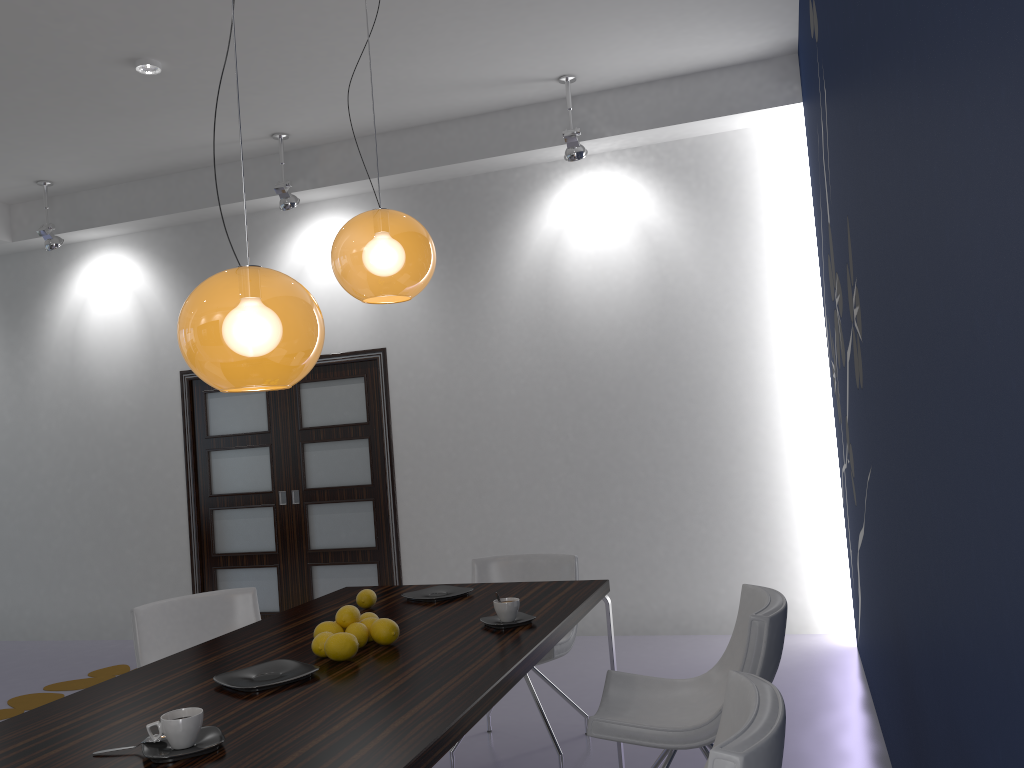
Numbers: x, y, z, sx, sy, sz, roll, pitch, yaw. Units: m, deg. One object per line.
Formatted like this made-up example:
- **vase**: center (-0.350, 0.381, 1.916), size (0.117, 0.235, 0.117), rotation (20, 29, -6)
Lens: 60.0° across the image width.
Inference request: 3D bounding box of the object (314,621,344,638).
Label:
- **object**: center (-0.533, 0.733, 2.587), size (0.094, 0.080, 0.076), rotation (-6, -3, 19)

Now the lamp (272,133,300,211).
- **lamp**: center (-1.538, -1.423, 6.007), size (0.150, 0.511, 0.185), rotation (-6, -3, 17)

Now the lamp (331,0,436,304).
- **lamp**: center (-0.492, -1.105, 3.083), size (0.359, 1.645, 0.358), rotation (-6, -4, 28)

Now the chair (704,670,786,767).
- **chair**: center (0.264, 1.045, 1.783), size (0.620, 0.805, 0.508), rotation (-6, -3, 17)

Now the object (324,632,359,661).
- **object**: center (-0.467, 0.720, 2.430), size (0.094, 0.077, 0.079), rotation (-4, -3, -9)

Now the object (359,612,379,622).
- **object**: center (-0.444, 0.740, 2.736), size (0.070, 0.068, 0.083), rotation (-6, -4, 21)

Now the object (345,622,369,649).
- **object**: center (-0.451, 0.730, 2.571), size (0.069, 0.071, 0.081), rotation (-4, -3, -6)

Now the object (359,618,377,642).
- **object**: center (-0.427, 0.734, 2.650), size (0.083, 0.068, 0.070), rotation (-4, -3, -14)

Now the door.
- **door**: center (-1.633, 0.847, 6.671), size (1.764, 2.061, 0.220), rotation (-6, -3, 17)

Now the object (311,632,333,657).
- **object**: center (-0.525, 0.732, 2.491), size (0.070, 0.068, 0.083), rotation (-6, -4, 21)

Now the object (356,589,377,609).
- **object**: center (-0.522, 0.773, 3.187), size (0.070, 0.068, 0.083), rotation (-6, -4, 21)

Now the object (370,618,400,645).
- **object**: center (-0.370, 0.721, 2.582), size (0.079, 0.077, 0.094), rotation (-3, -4, -29)

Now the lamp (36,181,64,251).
- **lamp**: center (-3.440, -1.239, 6.596), size (0.150, 0.511, 0.185), rotation (-6, -3, 17)

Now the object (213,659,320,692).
- **object**: center (-0.635, 0.756, 2.295), size (0.232, 0.020, 0.232), rotation (-1, -5, -44)

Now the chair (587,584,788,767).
- **chair**: center (0.575, 1.078, 2.776), size (0.620, 0.805, 0.508), rotation (-5, -3, 12)

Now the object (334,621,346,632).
- **object**: center (-0.507, 0.742, 2.674), size (0.083, 0.068, 0.070), rotation (-4, -3, -14)

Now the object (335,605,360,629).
- **object**: center (-0.486, 0.692, 2.630), size (0.070, 0.068, 0.083), rotation (-6, -4, 21)

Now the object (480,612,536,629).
- **object**: center (-0.012, 0.733, 2.745), size (0.154, 0.020, 0.154), rotation (-3, -4, -28)

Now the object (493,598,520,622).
- **object**: center (-0.022, 0.703, 2.753), size (0.101, 0.064, 0.081), rotation (-7, -4, 42)

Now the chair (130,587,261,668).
- **chair**: center (-1.147, 1.254, 3.471), size (0.508, 0.805, 0.620), rotation (-2, -4, -38)

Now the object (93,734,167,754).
- **object**: center (-0.774, 0.731, 1.801), size (0.155, 0.028, 0.032), rotation (-4, -3, -2)

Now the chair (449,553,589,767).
- **chair**: center (0.023, 1.186, 3.874), size (0.508, 0.805, 0.620), rotation (-6, -3, 17)

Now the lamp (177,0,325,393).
- **lamp**: center (-0.722, -0.968, 2.292), size (0.358, 1.974, 0.359), rotation (-6, -4, 22)

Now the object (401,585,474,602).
- **object**: center (-0.279, 0.788, 3.326), size (0.232, 0.020, 0.232), rotation (-1, -5, -44)

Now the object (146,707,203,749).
- **object**: center (-0.671, 0.698, 1.781), size (0.081, 0.064, 0.101), rotation (-8, -5, 43)

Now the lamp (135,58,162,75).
- **lamp**: center (-1.951, -1.703, 4.759), size (0.132, 0.035, 0.132), rotation (-3, -4, -30)

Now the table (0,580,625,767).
- **table**: center (-0.438, 1.157, 2.566), size (1.127, 0.783, 2.046), rotation (-6, -3, 17)

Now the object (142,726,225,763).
- **object**: center (-0.661, 0.728, 1.787), size (0.154, 0.020, 0.154), rotation (-3, -4, -27)

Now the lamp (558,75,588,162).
- **lamp**: center (0.365, -1.607, 5.418), size (0.150, 0.511, 0.185), rotation (-6, -3, 17)
